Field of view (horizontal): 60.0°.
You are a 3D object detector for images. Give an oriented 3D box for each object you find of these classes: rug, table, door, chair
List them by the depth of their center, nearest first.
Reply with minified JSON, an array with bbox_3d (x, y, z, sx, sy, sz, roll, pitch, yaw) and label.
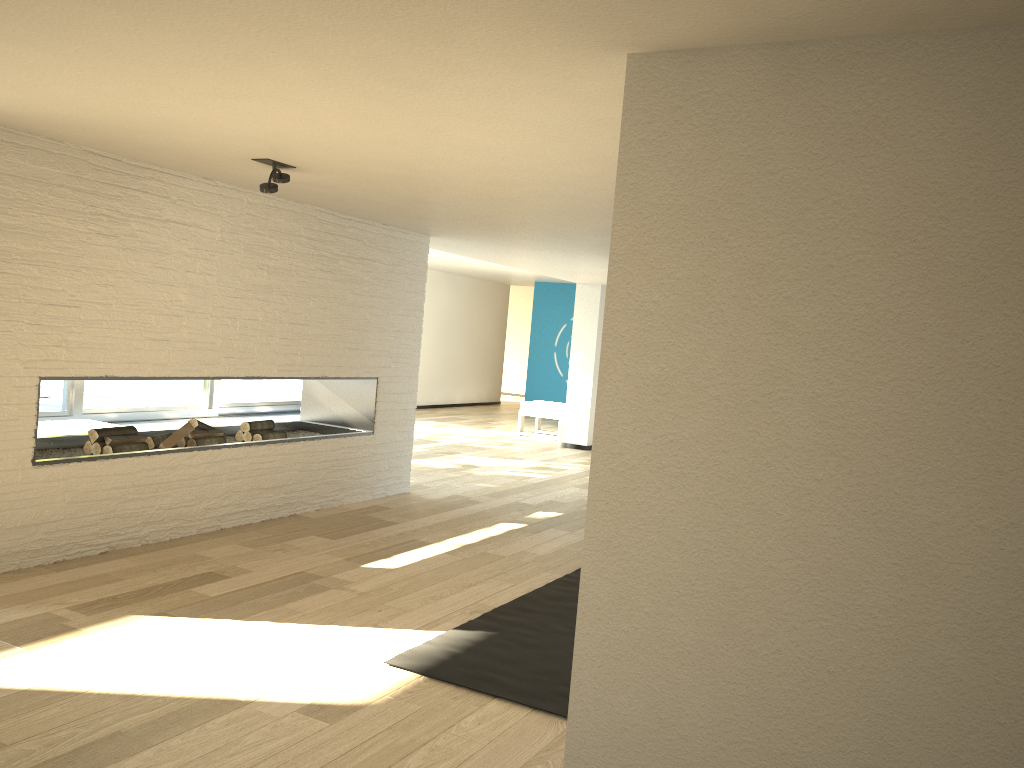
[{"bbox_3d":[0.421,1.069,3.925,0.979,0.011,1.999,6,3,28],"label":"rug"},{"bbox_3d":[-3.153,0.496,6.260,1.221,0.305,1.220,6,3,28],"label":"table"},{"bbox_3d":[-3.491,-0.508,8.283,19.451,2.372,22.947,6,3,28],"label":"door"},{"bbox_3d":[0.492,0.469,11.528,0.611,0.442,0.610,6,3,28],"label":"chair"}]

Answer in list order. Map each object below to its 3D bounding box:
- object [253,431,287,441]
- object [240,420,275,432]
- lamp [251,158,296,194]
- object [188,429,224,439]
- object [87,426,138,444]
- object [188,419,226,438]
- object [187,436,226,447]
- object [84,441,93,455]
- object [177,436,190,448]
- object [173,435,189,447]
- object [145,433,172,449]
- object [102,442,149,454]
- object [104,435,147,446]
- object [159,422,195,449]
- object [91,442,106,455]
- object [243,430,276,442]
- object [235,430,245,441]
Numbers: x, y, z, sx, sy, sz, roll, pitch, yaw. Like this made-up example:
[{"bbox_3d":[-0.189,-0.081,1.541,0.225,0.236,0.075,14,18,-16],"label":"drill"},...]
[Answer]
[{"bbox_3d":[-1.580,0.351,5.795,0.082,0.073,0.237,6,3,27],"label":"object"},{"bbox_3d":[-1.674,0.276,5.845,0.082,0.073,0.237,6,3,27],"label":"object"},{"bbox_3d":[-1.112,-0.953,4.136,0.135,0.153,0.234,6,3,28],"label":"lamp"},{"bbox_3d":[-1.848,0.309,5.357,0.064,0.060,0.229,6,3,29],"label":"object"},{"bbox_3d":[-2.191,0.280,4.871,0.093,0.088,0.260,6,3,26],"label":"object"},{"bbox_3d":[-1.881,0.294,5.463,0.093,0.170,0.271,6,3,26],"label":"object"},{"bbox_3d":[-1.830,0.354,5.320,0.082,0.073,0.237,6,3,27],"label":"object"},{"bbox_3d":[-2.229,0.342,4.889,0.075,0.074,0.245,6,3,26],"label":"object"},{"bbox_3d":[-1.905,0.346,5.347,0.076,0.076,0.236,6,3,26],"label":"object"},{"bbox_3d":[-1.964,0.339,5.393,0.075,0.074,0.245,6,3,26],"label":"object"},{"bbox_3d":[-2.085,0.336,5.241,0.075,0.074,0.246,5,3,6],"label":"object"},{"bbox_3d":[-2.095,0.357,4.816,0.082,0.073,0.237,6,3,27],"label":"object"},{"bbox_3d":[-2.113,0.312,4.853,0.064,0.060,0.229,6,3,29],"label":"object"},{"bbox_3d":[-1.967,0.303,5.191,0.064,0.165,0.225,6,3,27],"label":"object"},{"bbox_3d":[-2.170,0.349,4.843,0.076,0.076,0.236,6,3,26],"label":"object"},{"bbox_3d":[-1.655,0.343,5.823,0.076,0.076,0.236,6,3,26],"label":"object"},{"bbox_3d":[-1.713,0.335,5.869,0.075,0.074,0.245,6,3,26],"label":"object"}]
